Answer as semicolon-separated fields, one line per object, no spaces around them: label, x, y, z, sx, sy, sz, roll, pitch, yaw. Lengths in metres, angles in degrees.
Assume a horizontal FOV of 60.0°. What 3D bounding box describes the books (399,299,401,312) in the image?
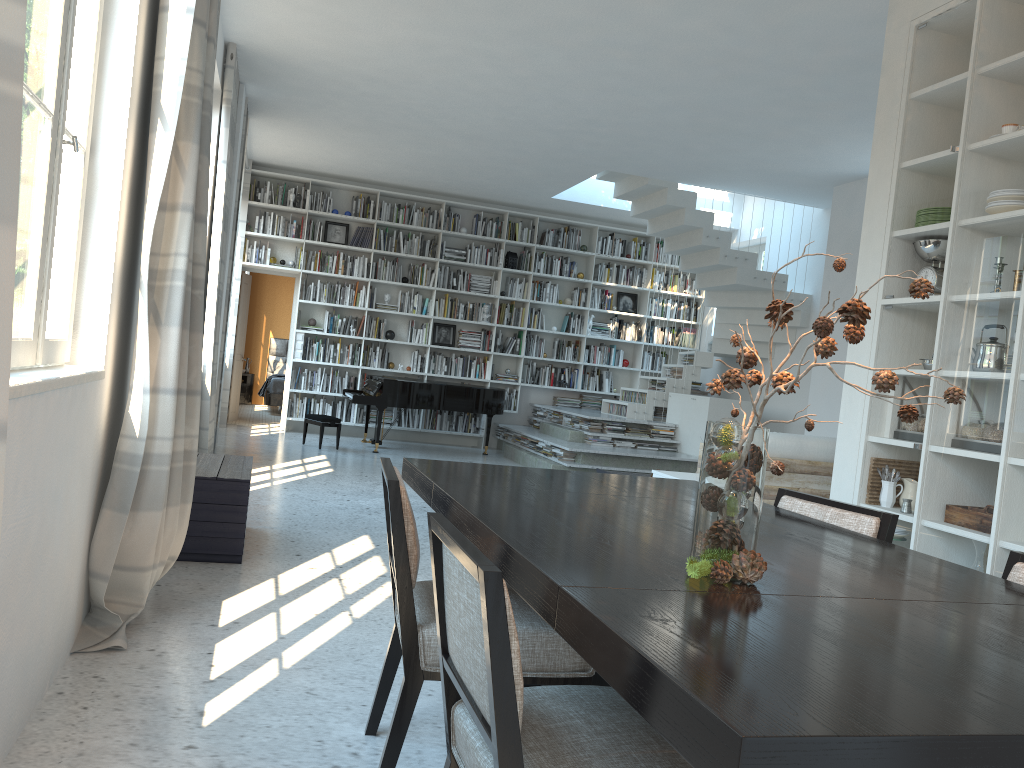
books;-1.450;-1.032;11.416;0.010;0.232;0.154;6;1;-16

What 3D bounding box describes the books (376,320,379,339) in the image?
books;-1.726;-0.698;11.353;0.014;0.244;0.153;6;1;-16

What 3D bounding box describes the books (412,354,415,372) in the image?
books;-1.292;-0.275;11.511;0.015;0.225;0.148;6;1;-16

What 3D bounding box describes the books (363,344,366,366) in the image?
books;-1.895;-0.367;11.323;0.013;0.283;0.146;6;1;-16

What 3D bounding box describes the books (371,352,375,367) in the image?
books;-1.789;-0.312;11.356;0.024;0.196;0.156;6;1;-16

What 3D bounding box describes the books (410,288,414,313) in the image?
books;-1.302;-1.066;11.446;0.010;0.329;0.173;6;1;-16

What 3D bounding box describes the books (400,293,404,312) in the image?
books;-1.425;-1.037;11.404;0.030;0.247;0.174;6;1;-16

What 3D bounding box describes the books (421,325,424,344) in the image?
books;-1.170;-0.639;11.500;0.012;0.244;0.171;6;1;-16

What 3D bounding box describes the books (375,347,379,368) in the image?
books;-1.738;-0.344;11.361;0.027;0.269;0.185;6;1;-16

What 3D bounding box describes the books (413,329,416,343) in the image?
books;-1.276;-0.620;11.494;0.030;0.183;0.154;6;1;-16

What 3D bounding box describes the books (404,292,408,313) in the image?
books;-1.380;-1.043;11.430;0.022;0.267;0.151;6;1;-16

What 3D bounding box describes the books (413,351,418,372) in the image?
books;-1.265;-0.294;11.499;0.027;0.269;0.158;6;1;-16

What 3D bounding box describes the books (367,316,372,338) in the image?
books;-1.829;-0.725;11.327;0.026;0.275;0.154;6;1;-16

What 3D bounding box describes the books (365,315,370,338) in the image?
books;-1.851;-0.732;11.316;0.025;0.284;0.145;6;1;-16

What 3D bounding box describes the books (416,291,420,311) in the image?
books;-1.230;-1.044;11.461;0.011;0.301;0.178;6;1;-16

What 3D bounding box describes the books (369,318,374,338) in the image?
books;-1.798;-0.715;11.329;0.036;0.263;0.166;6;1;-16

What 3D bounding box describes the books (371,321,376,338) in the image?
books;-1.772;-0.695;11.341;0.025;0.228;0.153;6;1;-16

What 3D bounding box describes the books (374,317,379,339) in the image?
books;-1.739;-0.714;11.327;0.026;0.274;0.190;6;1;-16

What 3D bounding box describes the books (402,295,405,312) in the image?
books;-1.408;-1.026;11.439;0.024;0.227;0.137;6;1;-16

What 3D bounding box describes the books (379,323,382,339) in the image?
books;-1.689;-0.676;11.361;0.011;0.208;0.180;6;1;-16

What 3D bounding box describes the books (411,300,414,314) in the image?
books;-1.297;-0.995;11.467;0.025;0.189;0.140;6;1;-16

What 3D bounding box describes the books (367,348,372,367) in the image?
books;-1.830;-0.343;11.339;0.042;0.248;0.162;6;1;-16

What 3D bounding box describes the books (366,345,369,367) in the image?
books;-1.852;-0.357;11.324;0.012;0.272;0.181;6;1;-16

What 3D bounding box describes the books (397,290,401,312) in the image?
books;-1.454;-1.059;11.400;0.012;0.285;0.159;6;1;-16

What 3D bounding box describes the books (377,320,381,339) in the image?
books;-1.710;-0.699;11.374;0.028;0.248;0.142;6;1;-16

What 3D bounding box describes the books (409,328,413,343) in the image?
books;-1.320;-0.626;11.465;0.025;0.186;0.154;6;1;-16

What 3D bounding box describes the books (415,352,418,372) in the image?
books;-1.250;-0.297;11.517;0.010;0.277;0.155;6;1;-16

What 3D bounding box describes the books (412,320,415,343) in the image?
books;-1.288;-0.679;11.480;0.012;0.298;0.166;6;1;-16

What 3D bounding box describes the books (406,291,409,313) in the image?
books;-1.359;-1.050;11.423;0.012;0.286;0.167;6;1;-16

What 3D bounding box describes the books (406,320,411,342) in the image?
books;-1.334;-0.677;11.463;0.012;0.285;0.159;6;1;-16

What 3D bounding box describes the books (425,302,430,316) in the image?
books;-1.097;-0.970;11.519;0.027;0.181;0.141;6;1;-16

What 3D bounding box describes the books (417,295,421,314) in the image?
books;-1.216;-1.022;11.468;0.023;0.260;0.170;6;1;-16

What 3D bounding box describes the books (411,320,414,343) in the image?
books;-1.300;-0.677;11.480;0.011;0.292;0.155;6;1;-16

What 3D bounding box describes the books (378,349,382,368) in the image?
books;-1.705;-0.326;11.389;0.029;0.241;0.135;6;1;-16

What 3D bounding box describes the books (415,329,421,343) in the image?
books;-1.230;-0.618;11.491;0.057;0.188;0.156;6;1;-16

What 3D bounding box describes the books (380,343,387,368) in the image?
books;-1.659;-0.365;11.383;0.050;0.328;0.166;6;1;-16

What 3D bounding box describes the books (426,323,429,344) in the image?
books;-1.115;-0.652;11.514;0.021;0.282;0.162;6;1;-16

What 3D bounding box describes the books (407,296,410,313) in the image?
books;-1.338;-1.017;11.448;0.048;0.225;0.149;6;1;-16

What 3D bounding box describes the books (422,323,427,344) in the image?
books;-1.151;-0.650;11.511;0.027;0.269;0.178;6;1;-16

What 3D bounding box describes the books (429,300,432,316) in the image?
books;-1.070;-0.985;11.528;0.026;0.217;0.126;6;1;-16

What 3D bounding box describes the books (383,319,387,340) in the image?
books;-1.643;-0.700;11.384;0.028;0.266;0.144;6;1;-16

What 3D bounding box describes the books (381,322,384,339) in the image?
books;-1.669;-0.678;11.362;0.028;0.216;0.175;6;1;-16

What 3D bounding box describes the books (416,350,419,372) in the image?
books;-1.237;-0.302;11.516;0.014;0.291;0.131;6;2;-16

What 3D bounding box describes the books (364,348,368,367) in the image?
books;-1.876;-0.343;11.326;0.030;0.239;0.157;6;1;-16

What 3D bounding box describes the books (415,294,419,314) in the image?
books;-1.241;-1.027;11.451;0.012;0.265;0.192;6;1;-16

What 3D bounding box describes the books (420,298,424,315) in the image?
books;-1.180;-0.998;11.501;0.026;0.219;0.149;6;1;-16

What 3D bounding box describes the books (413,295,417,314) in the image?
books;-1.264;-1.020;11.455;0.028;0.247;0.170;6;1;-16

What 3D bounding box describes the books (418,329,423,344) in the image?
books;-1.193;-0.614;11.506;0.024;0.188;0.172;6;1;-16

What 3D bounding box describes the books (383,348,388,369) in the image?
books;-1.625;-0.328;11.392;0.027;0.261;0.163;6;1;-16

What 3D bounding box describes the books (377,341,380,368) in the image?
books;-1.722;-0.377;11.389;0.013;0.339;0.137;6;2;-16

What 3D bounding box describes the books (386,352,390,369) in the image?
books;-1.608;-0.301;11.414;0.023;0.212;0.160;6;1;-16

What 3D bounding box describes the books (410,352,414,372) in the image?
books;-1.301;-0.290;11.499;0.012;0.254;0.160;6;1;-16

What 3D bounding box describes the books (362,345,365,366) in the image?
books;-1.911;-0.365;11.328;0.013;0.275;0.147;6;1;-16

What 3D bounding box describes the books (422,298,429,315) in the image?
books;-1.132;-0.996;11.490;0.060;0.227;0.179;6;1;-16

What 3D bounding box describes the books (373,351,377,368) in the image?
books;-1.765;-0.319;11.358;0.021;0.215;0.171;6;1;-16

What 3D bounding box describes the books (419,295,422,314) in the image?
books;-1.200;-1.018;11.493;0.022;0.256;0.152;6;1;-16

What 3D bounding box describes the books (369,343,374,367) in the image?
books;-1.799;-0.372;11.345;0.014;0.313;0.166;6;1;-16

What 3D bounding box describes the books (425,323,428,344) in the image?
books;-1.130;-0.653;11.507;0.011;0.279;0.187;6;1;-16
